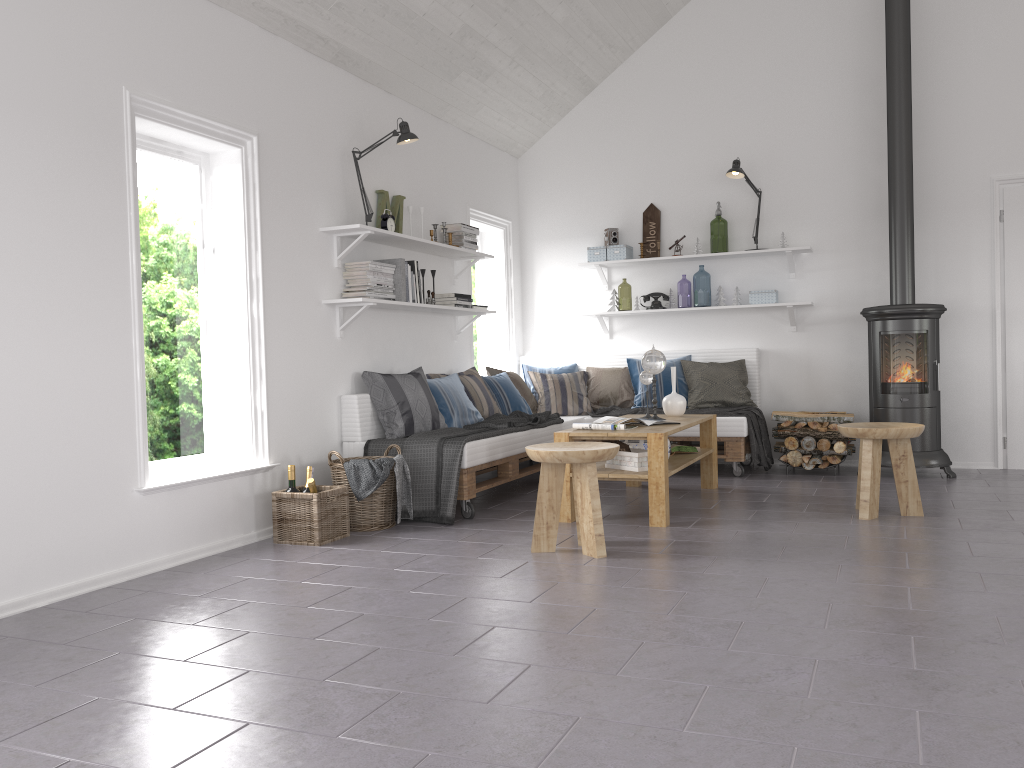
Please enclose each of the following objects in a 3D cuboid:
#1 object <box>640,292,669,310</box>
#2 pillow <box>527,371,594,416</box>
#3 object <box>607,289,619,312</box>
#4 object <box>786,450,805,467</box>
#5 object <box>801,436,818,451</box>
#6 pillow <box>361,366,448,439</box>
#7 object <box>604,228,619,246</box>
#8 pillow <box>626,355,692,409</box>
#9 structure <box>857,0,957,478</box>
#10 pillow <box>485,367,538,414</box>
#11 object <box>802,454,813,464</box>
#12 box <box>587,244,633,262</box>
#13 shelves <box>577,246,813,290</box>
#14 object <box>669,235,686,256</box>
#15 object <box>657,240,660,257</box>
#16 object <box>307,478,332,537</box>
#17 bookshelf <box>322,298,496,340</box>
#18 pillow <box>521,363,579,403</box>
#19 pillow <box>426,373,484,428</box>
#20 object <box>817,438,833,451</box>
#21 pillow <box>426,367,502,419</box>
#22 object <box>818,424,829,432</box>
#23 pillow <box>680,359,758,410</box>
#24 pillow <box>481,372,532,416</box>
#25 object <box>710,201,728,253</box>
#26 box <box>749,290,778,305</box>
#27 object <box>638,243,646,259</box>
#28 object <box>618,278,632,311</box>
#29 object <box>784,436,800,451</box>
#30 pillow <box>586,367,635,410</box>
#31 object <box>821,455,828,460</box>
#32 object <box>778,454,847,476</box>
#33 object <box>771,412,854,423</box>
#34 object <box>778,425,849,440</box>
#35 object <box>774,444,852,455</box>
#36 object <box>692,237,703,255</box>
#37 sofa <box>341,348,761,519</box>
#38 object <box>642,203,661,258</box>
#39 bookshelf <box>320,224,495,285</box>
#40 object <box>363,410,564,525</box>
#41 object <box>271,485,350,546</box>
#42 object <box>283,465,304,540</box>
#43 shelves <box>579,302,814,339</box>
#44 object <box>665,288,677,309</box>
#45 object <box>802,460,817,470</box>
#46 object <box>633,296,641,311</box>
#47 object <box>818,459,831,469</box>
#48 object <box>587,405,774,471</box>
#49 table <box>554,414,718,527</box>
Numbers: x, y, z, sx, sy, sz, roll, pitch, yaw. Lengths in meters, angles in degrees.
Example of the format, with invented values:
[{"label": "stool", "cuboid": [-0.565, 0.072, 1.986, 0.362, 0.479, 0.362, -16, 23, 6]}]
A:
[{"label": "object", "cuboid": [1.153, -0.668, 7.177, 0.171, 0.146, 0.203, -3, 2, -43]}, {"label": "pillow", "cuboid": [0.402, 0.084, 7.088, 0.516, 0.392, 0.358, -2, 1, -8]}, {"label": "object", "cuboid": [0.846, -0.688, 7.298, 0.113, 0.195, 0.107, -1, 2, 30]}, {"label": "object", "cuboid": [2.138, 0.535, 6.578, 0.118, 0.142, 0.520, -1, 2, 27]}, {"label": "object", "cuboid": [2.192, 0.417, 6.523, 0.110, 0.109, 0.463, -1, 2, 21]}, {"label": "pillow", "cuboid": [-0.652, 0.118, 5.427, 0.301, 0.444, 0.534, 0, 2, 40]}, {"label": "object", "cuboid": [0.832, -1.210, 7.342, 0.121, 0.157, 0.117, -2, 2, -17]}, {"label": "pillow", "cuboid": [1.176, -0.009, 6.933, 0.526, 0.428, 0.311, -2, 1, 2]}, {"label": "structure", "cuboid": [2.688, -1.807, 6.221, 0.643, 4.887, 0.626, -2, 1, -1]}, {"label": "pillow", "cuboid": [0.019, 0.072, 6.972, 0.334, 0.438, 0.545, -1, 2, 28]}, {"label": "object", "cuboid": [2.189, 0.529, 6.517, 0.057, 0.050, 0.561, -1, 2, 23]}, {"label": "box", "cuboid": [0.819, -1.067, 7.349, 0.332, 0.131, 0.242, -1, 2, 23]}, {"label": "shelves", "cuboid": [1.428, -0.905, 7.048, 1.820, 0.212, 0.269, -1, 2, 23]}, {"label": "object", "cuboid": [1.322, -1.095, 7.106, 0.092, 0.172, 0.177, -2, 2, -9]}, {"label": "object", "cuboid": [1.185, -1.081, 7.156, 0.052, 0.148, 0.052, -2, 2, -15]}, {"label": "object", "cuboid": [-0.971, 0.620, 4.448, 0.095, 0.332, 0.284, -2, 1, 2]}, {"label": "bookshelf", "cuboid": [-0.598, -0.405, 5.837, 0.269, 0.212, 1.820, -1, 2, 23]}, {"label": "pillow", "cuboid": [0.348, 0.039, 7.378, 0.534, 0.437, 0.287, -2, 1, -4]}, {"label": "pillow", "cuboid": [-0.432, 0.133, 5.823, 0.331, 0.401, 0.525, 0, 2, 42]}, {"label": "object", "cuboid": [2.287, 0.425, 6.483, 0.102, 0.102, 0.561, -1, 2, 22]}, {"label": "pillow", "cuboid": [-0.310, 0.099, 6.185, 0.316, 0.438, 0.546, -1, 2, 36]}, {"label": "object", "cuboid": [2.268, 0.302, 6.438, 0.059, 0.048, 0.529, -1, 2, 23]}, {"label": "pillow", "cuboid": [1.575, 0.006, 6.779, 0.519, 0.395, 0.334, -2, 1, 1]}, {"label": "pillow", "cuboid": [-0.079, 0.116, 6.567, 0.341, 0.408, 0.523, 0, 2, 39]}, {"label": "object", "cuboid": [1.621, -1.222, 6.948, 0.136, 0.415, 0.136, -3, 2, -34]}, {"label": "box", "cuboid": [1.945, -0.664, 6.848, 0.202, 0.110, 0.137, -1, 2, 23]}, {"label": "object", "cuboid": [1.054, -1.080, 7.193, 0.085, 0.152, 0.085, -3, 2, -43]}, {"label": "object", "cuboid": [0.922, -0.726, 7.245, 0.111, 0.270, 0.111, 0, 2, 41]}, {"label": "object", "cuboid": [2.096, 0.419, 6.591, 0.103, 0.107, 0.516, -1, 2, 22]}, {"label": "pillow", "cuboid": [0.807, 0.049, 7.105, 0.521, 0.381, 0.366, -1, 2, 20]}, {"label": "object", "cuboid": [2.295, 0.515, 6.469, 0.046, 0.033, 0.425, -1, 2, 23]}, {"label": "object", "cuboid": [2.224, 0.584, 6.539, 0.456, 0.118, 0.478, -1, 2, 23]}, {"label": "object", "cuboid": [2.149, 0.240, 6.359, 0.571, 0.079, 0.115, -1, 2, 24]}, {"label": "object", "cuboid": [2.150, 0.349, 6.332, 0.480, 0.104, 0.126, -1, 2, 25]}, {"label": "object", "cuboid": [2.192, 0.482, 6.469, 0.539, 0.070, 0.101, -1, 2, 24]}, {"label": "object", "cuboid": [1.464, -1.084, 6.992, 0.075, 0.147, 0.075, -2, 2, -10]}, {"label": "sofa", "cuboid": [0.485, 0.247, 6.097, 2.017, 0.932, 2.855, -1, 2, 23]}, {"label": "object", "cuboid": [1.144, -1.247, 7.278, 0.154, 0.480, 0.053, -1, 2, 28]}, {"label": "bookshelf", "cuboid": [-0.610, -0.815, 5.826, 0.269, 0.212, 1.820, -1, 2, 23]}, {"label": "object", "cuboid": [-0.226, 0.467, 5.704, 0.685, 0.533, 1.892, -1, 2, 23]}, {"label": "object", "cuboid": [-1.014, 0.666, 4.489, 0.276, 0.270, 0.276, -1, 2, 23]}, {"label": "object", "cuboid": [-1.101, 0.597, 4.454, 0.095, 0.377, 0.095, -3, 2, -31]}, {"label": "shelves", "cuboid": [1.440, -0.495, 7.059, 1.820, 0.212, 0.269, -1, 2, 23]}, {"label": "object", "cuboid": [1.283, -0.688, 7.169, 0.127, 0.176, 0.007, -1, 2, 29]}, {"label": "object", "cuboid": [2.212, 0.568, 6.522, 0.095, 0.063, 0.562, -1, 2, 24]}, {"label": "object", "cuboid": [1.013, -0.654, 7.166, 0.072, 0.124, 0.068, -1, 1, 8]}, {"label": "object", "cuboid": [2.311, 0.559, 6.498, 0.096, 0.067, 0.467, -1, 2, 23]}, {"label": "object", "cuboid": [1.239, 0.408, 6.768, 1.449, 0.508, 0.716, -1, 2, 13]}, {"label": "table", "cuboid": [0.797, 0.473, 5.324, 0.607, 0.485, 1.457, -1, 2, 23]}]
